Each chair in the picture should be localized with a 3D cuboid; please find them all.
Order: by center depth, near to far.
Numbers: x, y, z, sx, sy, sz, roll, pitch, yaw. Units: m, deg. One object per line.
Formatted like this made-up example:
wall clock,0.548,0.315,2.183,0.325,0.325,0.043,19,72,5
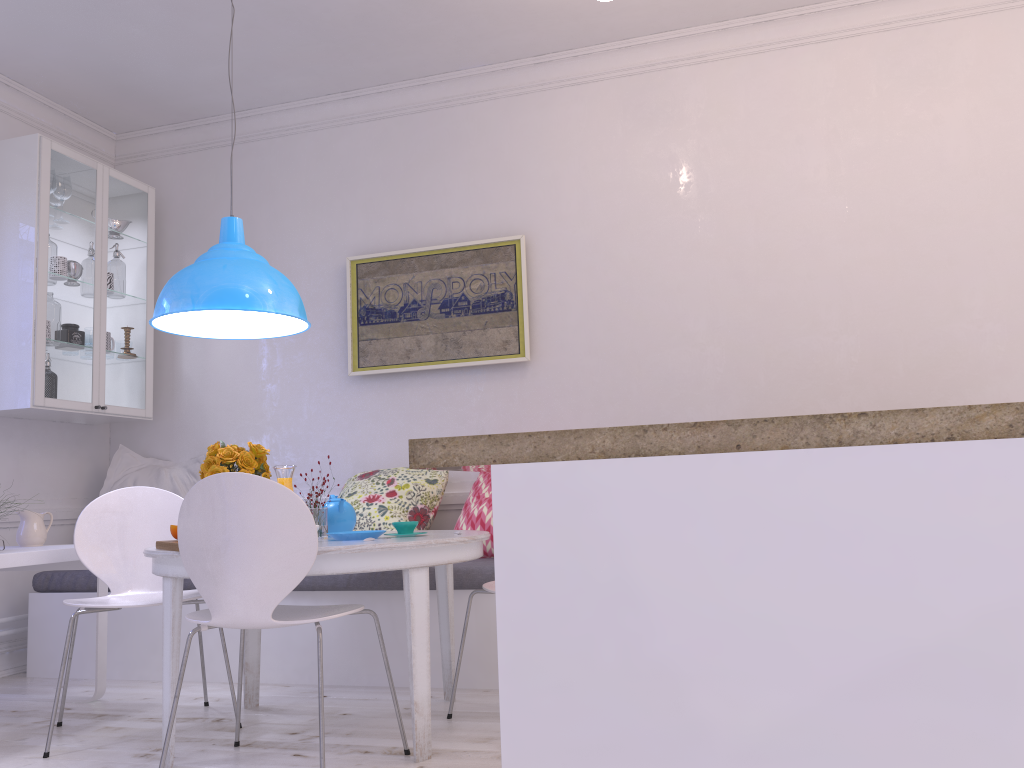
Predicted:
chair,-0.675,0.681,2.553,0.604,0.845,0.483,-4,-7,17
chair,0.131,0.707,3.018,0.483,0.845,0.604,3,-9,-38
chair,-1.316,0.782,3.155,0.604,0.845,0.483,1,-8,-28

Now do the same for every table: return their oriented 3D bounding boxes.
table,-0.631,0.842,2.992,1.140,0.629,1.140,5,-10,-44
table,-2.158,0.915,3.051,0.736,0.619,1.514,-4,-7,17

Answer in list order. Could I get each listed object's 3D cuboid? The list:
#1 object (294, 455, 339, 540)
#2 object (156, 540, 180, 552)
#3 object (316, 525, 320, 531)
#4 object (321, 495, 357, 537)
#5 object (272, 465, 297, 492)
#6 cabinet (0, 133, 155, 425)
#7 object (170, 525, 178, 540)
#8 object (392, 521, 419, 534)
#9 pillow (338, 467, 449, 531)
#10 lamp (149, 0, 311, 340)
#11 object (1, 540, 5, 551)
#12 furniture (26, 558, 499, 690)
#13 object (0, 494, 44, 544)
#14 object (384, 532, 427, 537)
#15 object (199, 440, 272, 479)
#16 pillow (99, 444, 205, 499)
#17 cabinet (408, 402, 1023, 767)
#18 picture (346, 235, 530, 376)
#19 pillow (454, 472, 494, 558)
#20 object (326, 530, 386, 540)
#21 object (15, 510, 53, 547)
object,-0.661,0.389,3.054,0.128,0.287,0.128,-5,-8,18
object,-0.939,0.491,2.720,0.224,0.024,0.347,2,-9,-33
object,-0.691,0.482,2.841,0.147,0.052,0.147,2,-8,-30
object,-0.636,0.476,3.211,0.150,0.151,0.156,-5,-8,20
object,-0.817,0.424,3.200,0.116,0.267,0.094,-9,-10,43
cabinet,-2.269,-0.484,4.567,0.425,1.311,0.823,-4,-7,17
object,-0.967,0.443,2.725,0.129,0.075,0.285,3,-9,-37
object,-0.358,0.486,2.983,0.088,0.043,0.088,-6,-8,24
pillow,-0.617,0.621,4.222,0.592,0.447,0.509,-5,-8,22
lamp,-1.069,-1.178,3.386,0.568,1.948,0.568,4,-9,-39
object,-1.874,0.577,3.204,0.052,0.067,0.066,-5,-8,17
furniture,-0.614,1.032,4.015,3.296,0.508,0.769,-4,-7,17
object,-2.130,0.473,3.352,0.531,0.367,0.668,-9,-10,41
object,-0.357,0.507,2.980,0.147,0.011,0.147,-5,-8,19
object,-0.926,0.357,2.971,0.235,0.351,0.234,0,-8,-18
pillow,-1.957,0.634,4.749,0.677,0.642,0.374,-1,-7,-13
cabinet,0.511,0.494,1.450,1.167,0.842,0.654,-4,-7,17
picture,-0.390,-0.388,4.479,0.971,0.629,0.020,-4,-7,17
pillow,0.036,0.574,4.023,0.587,0.424,0.491,-5,-8,19
object,-0.510,0.498,2.916,0.196,0.023,0.196,-3,-7,4
object,-2.031,0.611,3.757,0.115,0.152,0.127,-2,-7,-1
